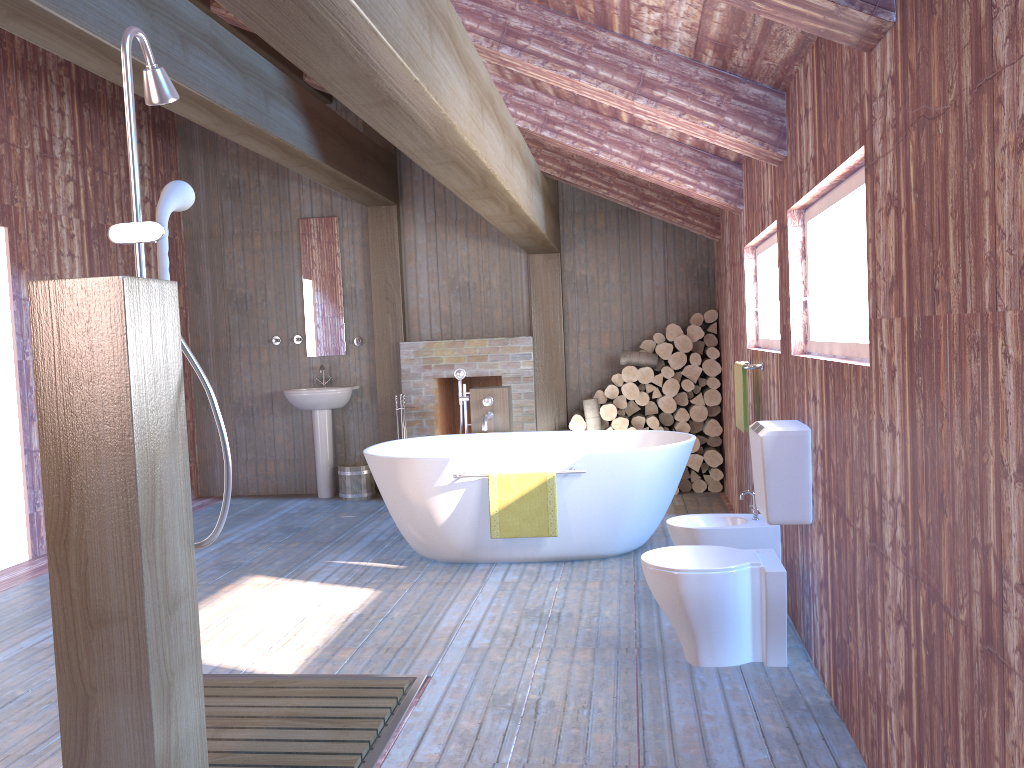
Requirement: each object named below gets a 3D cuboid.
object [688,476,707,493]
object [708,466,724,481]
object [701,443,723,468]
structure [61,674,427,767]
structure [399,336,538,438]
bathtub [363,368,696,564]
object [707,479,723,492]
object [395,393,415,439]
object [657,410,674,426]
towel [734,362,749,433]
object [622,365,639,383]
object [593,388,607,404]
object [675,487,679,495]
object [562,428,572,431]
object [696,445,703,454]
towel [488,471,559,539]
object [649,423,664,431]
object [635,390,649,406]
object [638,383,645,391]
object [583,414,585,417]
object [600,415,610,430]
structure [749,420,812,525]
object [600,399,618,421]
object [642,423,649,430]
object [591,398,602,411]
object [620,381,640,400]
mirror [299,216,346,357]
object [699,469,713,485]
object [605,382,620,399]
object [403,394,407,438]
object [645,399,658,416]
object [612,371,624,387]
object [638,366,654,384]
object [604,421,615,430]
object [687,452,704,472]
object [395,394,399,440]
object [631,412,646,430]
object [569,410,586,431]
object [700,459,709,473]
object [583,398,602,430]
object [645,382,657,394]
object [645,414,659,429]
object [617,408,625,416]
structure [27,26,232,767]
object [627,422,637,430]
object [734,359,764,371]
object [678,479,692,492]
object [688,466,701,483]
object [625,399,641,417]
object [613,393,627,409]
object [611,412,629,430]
[{"bbox_3d":[1.499,0.804,7.169,0.116,0.117,0.289,-2,3,5],"label":"object"},{"bbox_3d":[1.621,0.688,7.105,0.102,0.109,0.438,-2,3,8],"label":"object"},{"bbox_3d":[1.595,0.563,7.104,0.147,0.152,0.439,-2,3,8],"label":"object"},{"bbox_3d":[-0.883,1.196,2.989,1.000,0.067,1.000,-2,3,7],"label":"structure"},{"bbox_3d":[-0.347,0.280,7.518,1.130,1.330,0.226,-2,3,7],"label":"structure"},{"bbox_3d":[0.079,0.463,5.383,1.935,1.109,1.460,-1,3,30],"label":"bathtub"},{"bbox_3d":[1.622,0.797,7.165,0.114,0.113,0.301,-2,3,5],"label":"object"},{"bbox_3d":[-0.916,0.515,7.364,0.333,0.888,0.276,-5,4,-40],"label":"object"},{"bbox_3d":[1.246,0.270,7.228,0.116,0.118,0.289,-2,3,5],"label":"object"},{"bbox_3d":[1.229,0.066,4.750,0.032,0.361,0.370,-2,3,8],"label":"towel"},{"bbox_3d":[0.956,-0.093,7.150,0.135,0.145,0.439,-2,3,8],"label":"object"},{"bbox_3d":[0.716,0.098,7.230,0.114,0.113,0.301,-2,3,5],"label":"object"},{"bbox_3d":[1.271,0.817,7.131,0.114,0.113,0.301,-2,3,5],"label":"object"},{"bbox_3d":[0.447,0.425,7.295,0.101,0.103,0.242,-2,3,9],"label":"object"},{"bbox_3d":[1.497,0.518,7.099,0.057,0.061,0.156,-2,3,7],"label":"object"},{"bbox_3d":[0.061,0.656,4.818,0.370,0.361,0.032,-2,3,4],"label":"towel"},{"bbox_3d":[1.167,0.384,7.149,0.111,0.113,0.301,-2,3,6],"label":"object"},{"bbox_3d":[1.048,0.105,7.141,0.115,0.123,0.291,-2,3,9],"label":"object"},{"bbox_3d":[1.039,0.020,7.126,0.057,0.061,0.156,-2,3,7],"label":"object"},{"bbox_3d":[0.644,0.264,7.316,0.099,0.093,0.280,-2,3,9],"label":"object"},{"bbox_3d":[0.742,0.302,7.291,0.121,0.124,0.291,-2,3,9],"label":"object"},{"bbox_3d":[1.033,0.333,3.429,0.182,0.363,0.358,-2,3,9],"label":"structure"},{"bbox_3d":[0.788,0.206,7.186,0.138,0.147,0.440,-2,3,8],"label":"object"},{"bbox_3d":[1.057,0.373,7.162,0.086,0.089,0.279,-2,3,6],"label":"object"},{"bbox_3d":[0.682,0.180,7.308,0.108,0.113,0.302,-2,3,8],"label":"object"},{"bbox_3d":[0.949,0.044,7.153,0.141,0.143,0.437,-2,3,6],"label":"object"},{"bbox_3d":[-1.644,-0.842,7.697,0.350,1.199,0.009,-2,3,8],"label":"mirror"},{"bbox_3d":[1.572,0.753,7.164,0.085,0.086,0.278,-2,3,5],"label":"object"},{"bbox_3d":[0.811,0.051,7.167,0.115,0.123,0.291,-2,3,9],"label":"object"},{"bbox_3d":[-0.849,0.518,7.291,0.126,0.871,0.206,-5,4,-39],"label":"object"},{"bbox_3d":[1.137,0.188,7.238,0.104,0.127,0.321,-2,3,8],"label":"object"},{"bbox_3d":[0.862,-0.042,7.170,0.106,0.112,0.282,-2,3,9],"label":"object"},{"bbox_3d":[1.070,-0.084,7.136,0.138,0.147,0.440,-2,3,8],"label":"object"},{"bbox_3d":[0.767,0.409,7.224,0.155,0.174,0.483,-2,3,6],"label":"object"},{"bbox_3d":[1.444,0.610,7.152,0.169,0.152,0.481,-2,3,7],"label":"object"},{"bbox_3d":[-0.993,0.511,7.322,0.136,0.846,0.062,-3,3,-11],"label":"object"},{"bbox_3d":[1.022,0.297,7.163,0.114,0.120,0.303,-2,3,9],"label":"object"},{"bbox_3d":[0.540,0.297,7.233,0.139,0.137,0.455,-2,3,6],"label":"object"},{"bbox_3d":[1.544,0.660,7.162,0.085,0.091,0.280,-2,3,6],"label":"object"},{"bbox_3d":[0.638,0.262,7.036,0.147,0.298,0.109,-2,3,10],"label":"object"},{"bbox_3d":[1.117,0.025,7.131,0.088,0.092,0.280,-2,3,9],"label":"object"},{"bbox_3d":[1.123,0.290,7.145,0.098,0.100,0.437,-2,3,6],"label":"object"},{"bbox_3d":[0.885,0.218,7.183,0.064,0.068,0.174,-2,3,7],"label":"object"},{"bbox_3d":[-0.985,0.114,2.393,0.328,2.209,0.522,-1,3,28],"label":"structure"},{"bbox_3d":[0.964,0.375,7.168,0.098,0.100,0.437,-2,3,6],"label":"object"},{"bbox_3d":[1.256,-0.101,4.732,0.091,0.043,0.581,-2,3,8],"label":"object"},{"bbox_3d":[1.392,0.802,7.241,0.116,0.118,0.289,-2,3,5],"label":"object"},{"bbox_3d":[1.473,0.721,7.171,0.084,0.105,0.280,-2,3,6],"label":"object"},{"bbox_3d":[0.988,0.180,7.255,0.128,0.150,0.323,-2,3,8],"label":"object"},{"bbox_3d":[0.874,0.137,7.180,0.111,0.113,0.301,-2,3,7],"label":"object"},{"bbox_3d":[0.882,0.310,7.195,0.139,0.148,0.458,-2,3,8],"label":"object"}]
